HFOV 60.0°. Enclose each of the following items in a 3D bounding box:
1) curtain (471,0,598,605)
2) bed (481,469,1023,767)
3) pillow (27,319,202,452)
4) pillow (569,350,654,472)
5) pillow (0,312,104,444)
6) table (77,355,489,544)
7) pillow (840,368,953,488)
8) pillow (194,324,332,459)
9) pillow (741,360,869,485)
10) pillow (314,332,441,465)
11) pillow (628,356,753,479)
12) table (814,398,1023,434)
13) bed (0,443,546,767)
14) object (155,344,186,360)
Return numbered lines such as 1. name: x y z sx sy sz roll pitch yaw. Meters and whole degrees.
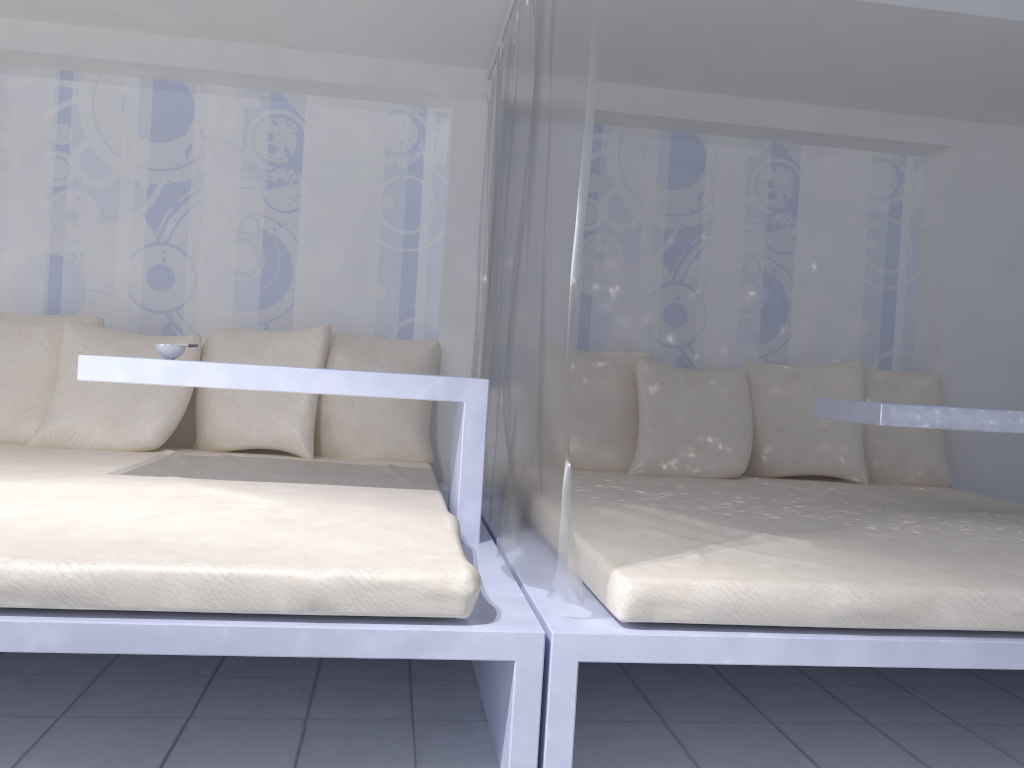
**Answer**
1. curtain: -0.009 -0.347 2.611 0.125 1.559 1.998 3 1 -9
2. bed: 1.024 0.587 2.779 2.200 0.427 2.016 3 1 -8
3. pillow: -1.464 0.010 3.317 0.528 0.482 0.307 3 1 -3
4. pillow: 0.376 0.106 3.657 0.572 0.510 0.231 3 1 -8
5. pillow: -1.812 -0.025 3.361 0.572 0.510 0.231 3 1 -8
6. table: -0.629 0.177 2.559 1.065 0.450 0.416 3 1 -8
7. pillow: 1.640 0.194 3.817 0.524 0.521 0.230 3 1 -10
8. pillow: -0.969 0.015 3.439 0.537 0.527 0.233 4 1 12
9. pillow: 1.219 0.146 3.735 0.537 0.527 0.233 4 1 12
10. pillow: -0.547 0.064 3.522 0.524 0.521 0.230 3 1 -10
11. pillow: 0.724 0.141 3.613 0.528 0.482 0.307 3 1 -3
12. table: 1.559 0.307 2.854 1.065 0.450 0.416 3 1 -8
13. bed: -1.164 0.457 2.483 2.200 0.427 2.016 3 1 -8
14. object: -0.984 -0.092 2.554 0.082 0.043 0.082 4 1 44
